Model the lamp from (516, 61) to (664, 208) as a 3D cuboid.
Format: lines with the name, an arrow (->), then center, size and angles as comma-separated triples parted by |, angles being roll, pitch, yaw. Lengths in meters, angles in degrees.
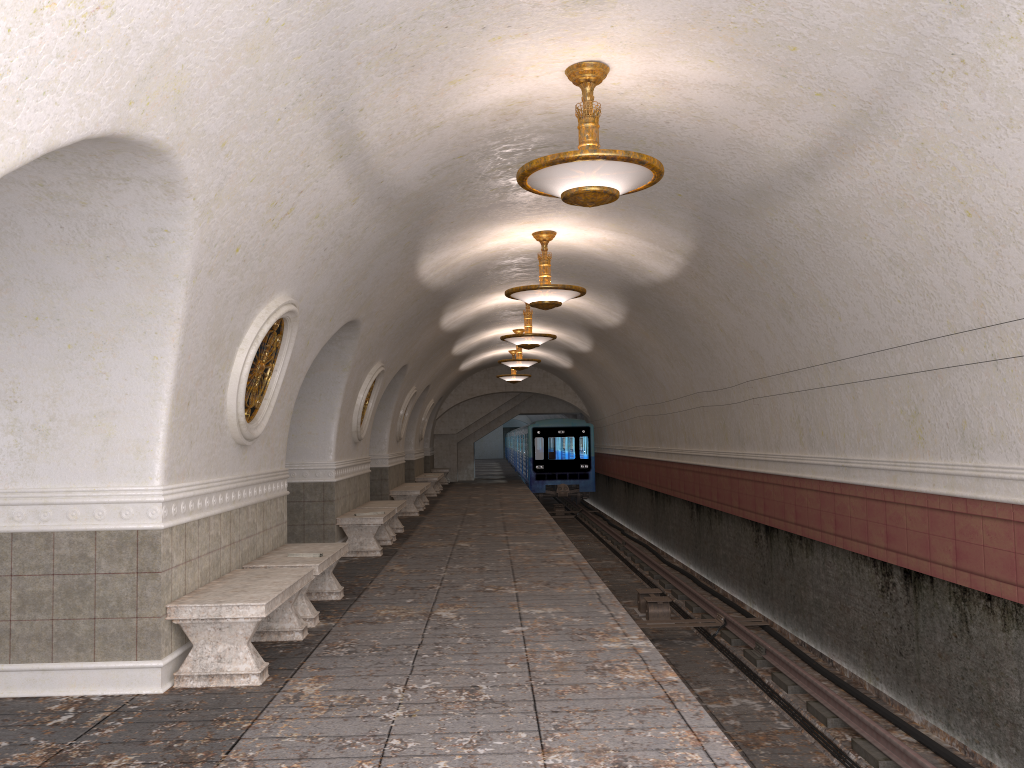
lamp -> 0.528, -1.685, 6.092 | 1.008, 0.955, 1.008 | 0, -4, -17

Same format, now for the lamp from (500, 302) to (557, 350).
lamp -> 0.287, -1.081, 15.762 | 1.008, 0.955, 1.008 | -2, -4, 14

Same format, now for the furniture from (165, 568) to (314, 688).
furniture -> -1.824, 1.643, 6.147 | 0.613, 0.508, 1.509 | -1, -4, -1

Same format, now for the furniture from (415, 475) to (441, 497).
furniture -> -2.271, 2.764, 24.098 | 0.613, 0.508, 1.509 | -1, -4, -1

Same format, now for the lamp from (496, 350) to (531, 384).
lamp -> 0.048, -0.479, 25.399 | 1.008, 0.955, 1.008 | -5, -5, 44

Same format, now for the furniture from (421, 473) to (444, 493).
furniture -> -2.312, 2.869, 25.776 | 0.613, 0.508, 1.509 | -1, -4, -1

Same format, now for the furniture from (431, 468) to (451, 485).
furniture -> -2.427, 3.157, 30.387 | 0.613, 0.508, 1.509 | -1, -4, -1

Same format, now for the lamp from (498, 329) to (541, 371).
lamp -> 0.168, -0.780, 20.580 | 1.008, 0.955, 1.008 | -2, -4, 14

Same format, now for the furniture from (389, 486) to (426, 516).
furniture -> -2.123, 2.393, 18.149 | 0.613, 0.508, 1.509 | -1, -4, -1

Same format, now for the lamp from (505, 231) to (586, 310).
lamp -> 0.407, -1.382, 10.943 | 1.008, 0.955, 1.008 | 0, -4, -17

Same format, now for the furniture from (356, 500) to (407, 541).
furniture -> -2.015, 2.122, 13.820 | 0.613, 0.508, 1.509 | -1, -4, -1

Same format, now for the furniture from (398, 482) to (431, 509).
furniture -> -2.164, 2.497, 19.827 | 0.613, 0.508, 1.509 | -1, -4, -1

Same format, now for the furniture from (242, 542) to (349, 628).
furniture -> -1.866, 1.748, 7.824 | 0.613, 0.508, 1.509 | -1, -4, -1

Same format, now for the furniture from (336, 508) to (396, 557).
furniture -> -1.973, 2.017, 12.142 | 0.613, 0.508, 1.509 | -1, -4, -1
